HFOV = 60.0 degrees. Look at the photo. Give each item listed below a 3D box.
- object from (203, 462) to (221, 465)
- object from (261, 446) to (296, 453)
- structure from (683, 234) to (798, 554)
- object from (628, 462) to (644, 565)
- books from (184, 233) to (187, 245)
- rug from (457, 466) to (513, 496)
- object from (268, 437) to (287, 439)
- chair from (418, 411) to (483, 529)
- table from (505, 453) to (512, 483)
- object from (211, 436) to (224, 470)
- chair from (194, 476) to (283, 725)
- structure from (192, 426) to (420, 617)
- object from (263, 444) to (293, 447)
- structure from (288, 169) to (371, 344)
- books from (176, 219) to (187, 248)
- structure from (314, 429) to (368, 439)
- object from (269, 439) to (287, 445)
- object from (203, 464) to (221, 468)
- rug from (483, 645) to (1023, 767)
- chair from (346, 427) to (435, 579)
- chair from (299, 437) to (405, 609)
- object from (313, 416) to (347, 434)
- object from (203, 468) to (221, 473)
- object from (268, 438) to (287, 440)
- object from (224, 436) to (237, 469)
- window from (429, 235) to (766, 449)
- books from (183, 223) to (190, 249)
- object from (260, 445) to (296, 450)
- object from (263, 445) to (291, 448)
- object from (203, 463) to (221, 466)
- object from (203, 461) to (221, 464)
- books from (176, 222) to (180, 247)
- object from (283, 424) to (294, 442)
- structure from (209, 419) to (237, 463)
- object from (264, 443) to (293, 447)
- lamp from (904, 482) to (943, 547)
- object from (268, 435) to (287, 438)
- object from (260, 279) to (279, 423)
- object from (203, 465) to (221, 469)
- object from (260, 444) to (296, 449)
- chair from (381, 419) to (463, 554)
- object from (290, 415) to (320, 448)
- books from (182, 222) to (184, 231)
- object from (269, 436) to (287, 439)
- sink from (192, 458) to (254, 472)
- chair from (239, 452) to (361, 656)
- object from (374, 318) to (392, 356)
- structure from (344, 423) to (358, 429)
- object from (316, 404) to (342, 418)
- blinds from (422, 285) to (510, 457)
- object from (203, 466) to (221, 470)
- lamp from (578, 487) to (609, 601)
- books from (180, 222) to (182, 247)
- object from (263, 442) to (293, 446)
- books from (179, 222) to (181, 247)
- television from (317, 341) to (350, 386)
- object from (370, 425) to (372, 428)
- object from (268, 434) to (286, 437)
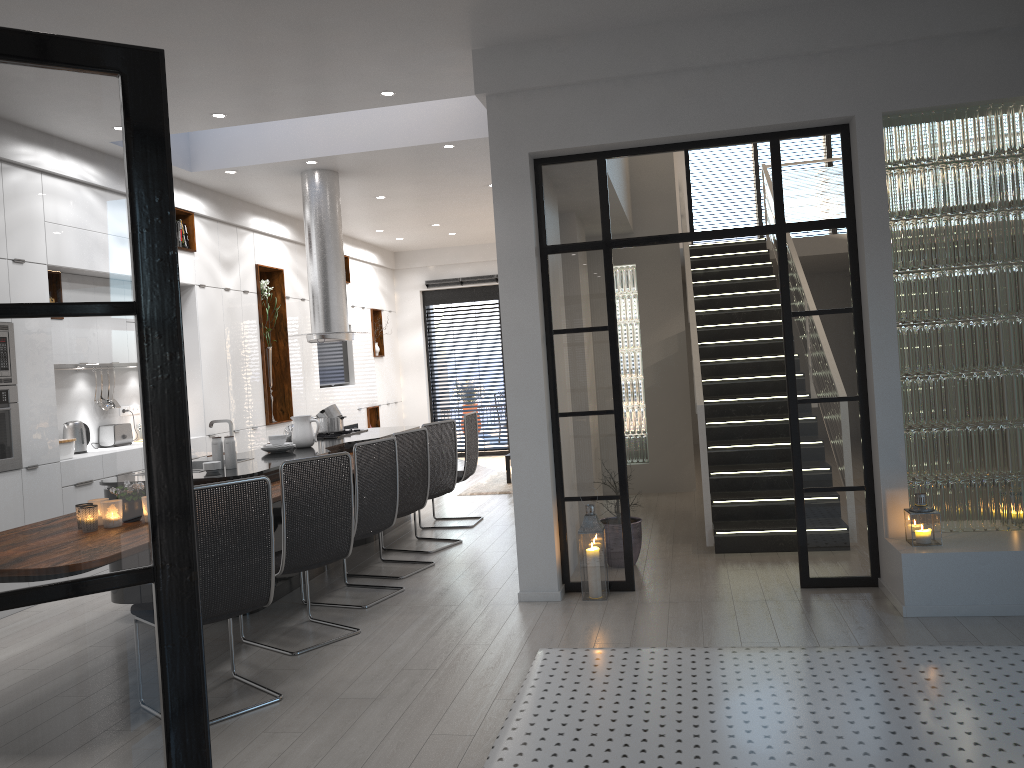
[{"bbox_3d":[-1.902,0.515,5.623,0.111,0.023,0.111,-3,1,24],"label":"object"},{"bbox_3d":[-1.801,0.507,6.834,0.264,0.033,0.264,-5,2,-42],"label":"object"},{"bbox_3d":[2.807,-0.734,7.974,2.393,3.601,5.804,-4,1,11],"label":"structure"},{"bbox_3d":[0.742,0.879,6.169,0.360,0.750,0.413,-4,0,22],"label":"object"},{"bbox_3d":[-3.186,-1.377,8.371,0.253,0.312,0.030,-4,0,11],"label":"books"},{"bbox_3d":[0.398,1.151,11.037,1.623,0.020,2.521,-4,1,11],"label":"rug"},{"bbox_3d":[-1.806,0.439,6.834,0.138,0.051,0.138,-4,1,-9],"label":"object"},{"bbox_3d":[-0.603,0.788,8.210,0.536,1.018,0.471,-4,0,11],"label":"chair"},{"bbox_3d":[0.515,0.981,10.955,1.000,0.350,1.001,-4,1,11],"label":"table"},{"bbox_3d":[-1.916,0.446,5.773,0.071,0.219,0.071,-4,0,-25],"label":"object"},{"bbox_3d":[-1.407,0.940,4.034,0.471,1.018,0.536,-4,0,-44],"label":"chair"},{"bbox_3d":[-1.740,0.978,6.225,1.377,0.887,5.643,-4,1,11],"label":"structure"},{"bbox_3d":[-1.803,0.479,6.833,0.229,0.016,0.229,-4,1,8],"label":"object"},{"bbox_3d":[-1.755,-1.183,8.340,0.695,1.608,1.043,-4,0,10],"label":"structure"},{"bbox_3d":[-3.173,-1.381,8.316,0.253,0.312,0.030,-4,0,11],"label":"books"},{"bbox_3d":[-1.729,0.471,8.335,0.501,0.026,0.812,-4,1,11],"label":"structure"},{"bbox_3d":[-1.805,0.450,6.834,0.138,0.051,0.138,-4,1,-9],"label":"object"},{"bbox_3d":[-1.901,0.527,5.623,0.111,0.023,0.111,-3,1,24],"label":"object"},{"bbox_3d":[1.104,1.277,3.469,2.275,0.020,1.586,-4,1,11],"label":"rug"},{"bbox_3d":[-0.929,0.851,6.463,0.536,1.018,0.471,-4,0,26],"label":"chair"},{"bbox_3d":[-1.068,0.877,5.757,0.536,1.018,0.471,-4,0,26],"label":"chair"},{"bbox_3d":[-1.709,0.384,8.331,0.253,0.147,0.265,-5,1,-36],"label":"object"},{"bbox_3d":[-1.900,0.547,5.623,0.111,0.023,0.111,-3,1,24],"label":"object"},{"bbox_3d":[-1.805,0.444,6.834,0.138,0.051,0.138,-4,1,-9],"label":"object"},{"bbox_3d":[-1.834,0.441,5.765,0.071,0.219,0.071,-4,0,37],"label":"object"},{"bbox_3d":[2.871,-1.708,13.992,8.563,5.061,0.462,-4,0,10],"label":"window"},{"bbox_3d":[-3.154,-1.379,8.393,0.210,0.267,0.026,-4,0,11],"label":"books"},{"bbox_3d":[-1.801,0.501,6.834,0.264,0.033,0.264,-5,2,-42],"label":"object"},{"bbox_3d":[-1.803,0.484,6.833,0.229,0.016,0.229,-4,1,8],"label":"object"},{"bbox_3d":[-1.902,0.521,5.623,0.111,0.023,0.111,-3,1,24],"label":"object"},{"bbox_3d":[-1.903,0.508,5.623,0.111,0.023,0.111,-3,1,24],"label":"object"},{"bbox_3d":[-3.176,-1.370,8.232,0.197,0.268,0.026,-4,0,11],"label":"books"},{"bbox_3d":[-1.816,0.423,7.467,0.211,0.174,0.211,-4,1,18],"label":"object"},{"bbox_3d":[-1.977,0.399,6.015,0.177,0.310,0.089,-4,0,11],"label":"structure"},{"bbox_3d":[-1.804,0.474,6.833,0.229,0.016,0.229,-4,1,8],"label":"object"},{"bbox_3d":[2.209,0.694,4.780,0.149,0.329,0.155,-4,0,11],"label":"lamp"},{"bbox_3d":[-1.806,0.427,6.834,0.138,0.051,0.138,-4,1,-9],"label":"object"},{"bbox_3d":[-2.740,-0.376,9.924,0.322,1.615,0.323,-4,0,37],"label":"object"},{"bbox_3d":[-1.901,0.534,5.623,0.111,0.023,0.111,-3,1,24],"label":"object"},{"bbox_3d":[-1.802,0.495,6.834,0.264,0.033,0.264,-5,2,-42],"label":"object"},{"bbox_3d":[-0.776,0.822,7.262,0.536,1.018,0.471,-4,0,31],"label":"chair"},{"bbox_3d":[-1.665,0.381,7.090,0.183,0.254,0.211,-4,1,-45],"label":"object"},{"bbox_3d":[-3.172,-1.383,8.342,0.204,0.274,0.020,-4,0,11],"label":"books"},{"bbox_3d":[-1.806,0.433,6.834,0.138,0.051,0.138,-4,1,-9],"label":"object"},{"bbox_3d":[-2.162,0.638,6.081,0.485,0.152,0.739,-4,1,11],"label":"sink"},{"bbox_3d":[-1.217,0.906,4.953,0.536,1.018,0.471,-4,0,41],"label":"chair"},{"bbox_3d":[-2.026,-0.735,13.268,0.480,0.626,0.315,-4,0,2],"label":"object"},{"bbox_3d":[-2.340,0.832,11.720,0.221,0.516,1.204,-4,1,11],"label":"structure"},{"bbox_3d":[-1.723,0.298,8.329,0.256,0.212,0.249,-5,1,-43],"label":"object"},{"bbox_3d":[-0.069,-0.242,14.233,2.584,2.720,0.358,-4,0,11],"label":"blinds"},{"bbox_3d":[-1.900,0.540,5.623,0.111,0.023,0.111,-3,1,24],"label":"object"},{"bbox_3d":[0.485,0.955,5.353,0.148,0.665,0.157,-4,0,11],"label":"lamp"},{"bbox_3d":[-3.186,-1.377,8.288,0.217,0.271,0.030,-4,0,11],"label":"books"},{"bbox_3d":[-1.804,0.470,6.834,0.229,0.016,0.229,-4,1,8],"label":"object"},{"bbox_3d":[-3.173,-1.370,8.257,0.194,0.273,0.025,-4,0,11],"label":"books"},{"bbox_3d":[-2.414,-0.377,11.720,0.050,0.805,1.188,-4,1,11],"label":"television"},{"bbox_3d":[-2.140,0.614,12.881,0.202,0.298,0.172,-4,0,14],"label":"object"},{"bbox_3d":[-1.807,0.421,6.834,0.138,0.051,0.138,-4,1,-9],"label":"object"}]
